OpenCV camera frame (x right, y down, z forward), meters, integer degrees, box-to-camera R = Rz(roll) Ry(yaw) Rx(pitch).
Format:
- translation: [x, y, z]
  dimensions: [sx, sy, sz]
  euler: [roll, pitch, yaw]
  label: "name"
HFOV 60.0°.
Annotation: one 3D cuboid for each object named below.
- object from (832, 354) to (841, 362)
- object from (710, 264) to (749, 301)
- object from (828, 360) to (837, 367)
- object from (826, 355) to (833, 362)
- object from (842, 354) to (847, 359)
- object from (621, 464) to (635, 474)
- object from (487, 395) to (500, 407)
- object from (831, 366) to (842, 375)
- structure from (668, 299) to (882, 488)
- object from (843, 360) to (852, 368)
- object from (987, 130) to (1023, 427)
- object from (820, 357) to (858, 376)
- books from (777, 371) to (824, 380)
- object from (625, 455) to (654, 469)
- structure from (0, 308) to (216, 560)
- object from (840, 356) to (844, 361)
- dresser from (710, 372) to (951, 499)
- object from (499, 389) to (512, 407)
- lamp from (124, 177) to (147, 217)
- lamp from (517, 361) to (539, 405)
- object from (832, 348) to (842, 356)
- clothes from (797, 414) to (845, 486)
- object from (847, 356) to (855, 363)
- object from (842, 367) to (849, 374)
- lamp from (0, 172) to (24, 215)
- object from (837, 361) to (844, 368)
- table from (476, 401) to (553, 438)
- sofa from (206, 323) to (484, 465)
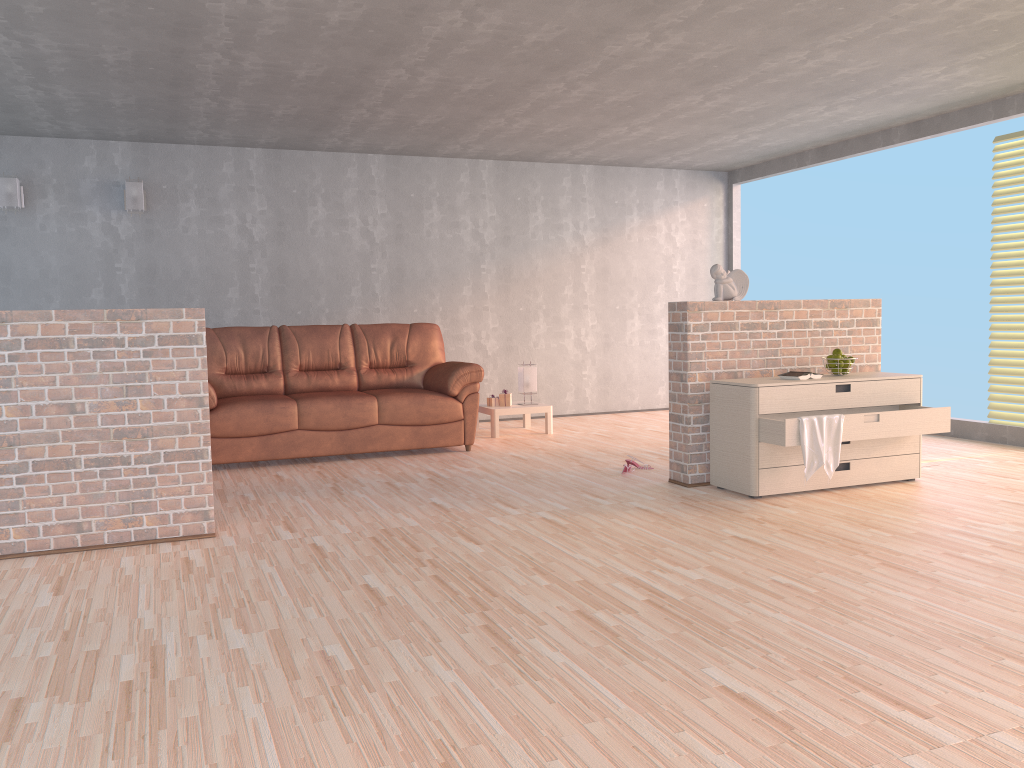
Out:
- translation: [1.858, -0.149, 5.072]
  dimensions: [0.046, 0.045, 0.046]
  euler: [-3, 5, -22]
  label: "object"
- translation: [1.257, -0.592, 5.179]
  dimensions: [0.216, 0.218, 0.131]
  euler: [-3, 5, -23]
  label: "object"
- translation: [1.842, -0.117, 5.094]
  dimensions: [0.046, 0.044, 0.046]
  euler: [-3, 5, -26]
  label: "object"
- translation: [1.845, -0.142, 5.136]
  dimensions: [0.049, 0.053, 0.054]
  euler: [-1, 4, 9]
  label: "object"
- translation: [1.920, -0.150, 5.138]
  dimensions: [0.043, 0.043, 0.039]
  euler: [-4, 5, -36]
  label: "object"
- translation: [0.729, 0.527, 5.566]
  dimensions: [0.078, 0.066, 0.192]
  euler: [0, 4, 14]
  label: "object"
- translation: [-0.145, 0.137, 7.585]
  dimensions: [0.080, 0.105, 0.152]
  euler: [2, 5, 37]
  label: "object"
- translation: [1.870, -0.081, 5.109]
  dimensions: [0.060, 0.055, 0.059]
  euler: [1, 5, 23]
  label: "object"
- translation: [1.609, 0.024, 5.367]
  dimensions: [1.422, 1.057, 0.211]
  euler: [-3, 5, -22]
  label: "structure"
- translation: [1.916, -0.116, 5.084]
  dimensions: [0.057, 0.057, 0.057]
  euler: [0, 4, 11]
  label: "object"
- translation: [4.331, -0.605, 4.476]
  dimensions: [0.044, 2.114, 4.372]
  euler: [-3, 5, -22]
  label: "object"
- translation: [1.890, -0.099, 5.128]
  dimensions: [0.202, 0.104, 0.202]
  euler: [-3, 5, -28]
  label: "object"
- translation: [1.611, -0.049, 4.953]
  dimensions: [0.209, 0.040, 0.146]
  euler: [-4, 5, -32]
  label: "books"
- translation: [0.822, 0.504, 5.721]
  dimensions: [0.188, 0.085, 0.069]
  euler: [0, 4, 17]
  label: "object"
- translation: [-2.076, 0.208, 3.893]
  dimensions: [1.422, 1.057, 0.211]
  euler: [-3, 5, -22]
  label: "structure"
- translation: [1.887, -0.140, 5.100]
  dimensions: [0.039, 0.038, 0.039]
  euler: [-1, 4, 7]
  label: "object"
- translation: [2.014, 0.263, 5.045]
  dimensions: [1.686, 0.612, 0.605]
  euler: [-3, 5, -22]
  label: "dresser"
- translation: [-0.055, 0.115, 7.542]
  dimensions: [0.099, 0.147, 0.102]
  euler: [-1, 4, 7]
  label: "object"
- translation: [-3.035, -1.501, 7.138]
  dimensions: [0.165, 0.319, 0.177]
  euler: [-3, 5, -22]
  label: "lamp"
- translation: [0.134, -0.008, 7.644]
  dimensions: [0.140, 0.376, 0.140]
  euler: [-3, 5, -22]
  label: "lamp"
- translation: [1.881, -0.178, 5.126]
  dimensions: [0.054, 0.056, 0.054]
  euler: [-3, 5, -22]
  label: "object"
- translation: [1.585, 0.342, 4.565]
  dimensions: [0.325, 0.369, 0.097]
  euler: [-3, 5, -21]
  label: "clothes"
- translation: [1.950, -0.136, 5.109]
  dimensions: [0.047, 0.047, 0.046]
  euler: [0, 4, 16]
  label: "object"
- translation: [1.923, -0.078, 5.125]
  dimensions: [0.046, 0.048, 0.048]
  euler: [-4, 5, -33]
  label: "object"
- translation: [-3.853, -1.460, 6.806]
  dimensions: [0.165, 0.319, 0.168]
  euler: [-3, 5, -22]
  label: "lamp"
- translation: [1.878, -0.113, 5.070]
  dimensions: [0.038, 0.040, 0.039]
  euler: [-2, 4, -13]
  label: "object"
- translation: [-0.005, 0.300, 7.651]
  dimensions: [0.548, 0.241, 0.548]
  euler: [-3, 5, -22]
  label: "table"
- translation: [-1.387, 0.016, 6.617]
  dimensions: [2.202, 0.923, 0.981]
  euler: [-3, 5, -22]
  label: "sofa"
